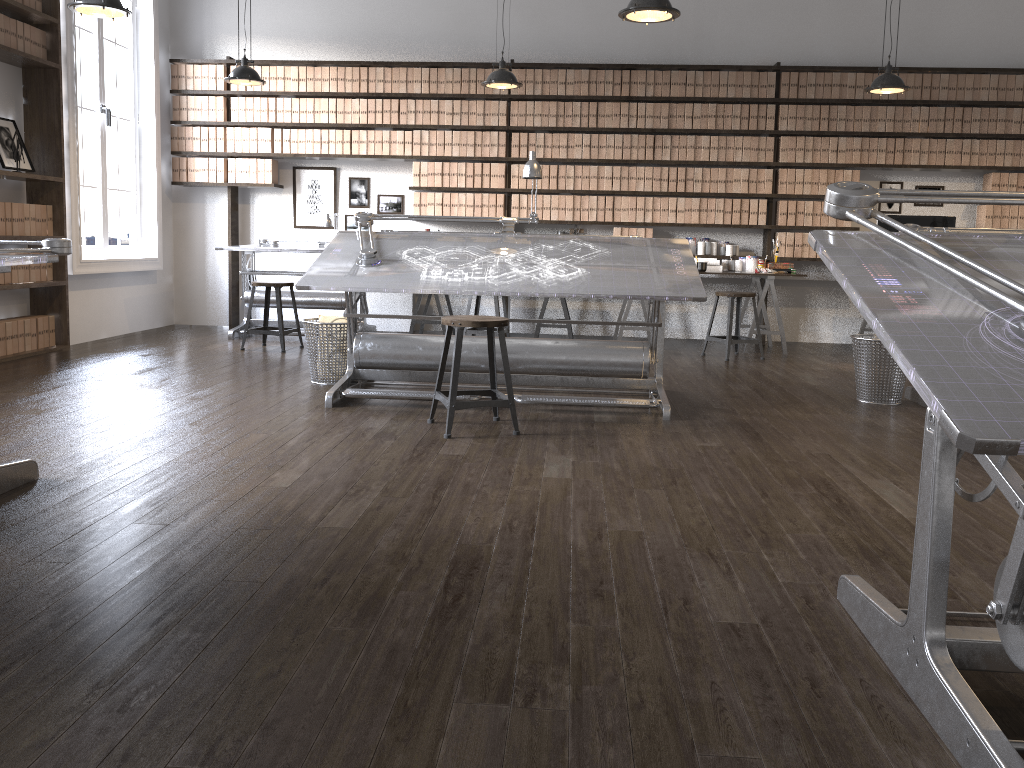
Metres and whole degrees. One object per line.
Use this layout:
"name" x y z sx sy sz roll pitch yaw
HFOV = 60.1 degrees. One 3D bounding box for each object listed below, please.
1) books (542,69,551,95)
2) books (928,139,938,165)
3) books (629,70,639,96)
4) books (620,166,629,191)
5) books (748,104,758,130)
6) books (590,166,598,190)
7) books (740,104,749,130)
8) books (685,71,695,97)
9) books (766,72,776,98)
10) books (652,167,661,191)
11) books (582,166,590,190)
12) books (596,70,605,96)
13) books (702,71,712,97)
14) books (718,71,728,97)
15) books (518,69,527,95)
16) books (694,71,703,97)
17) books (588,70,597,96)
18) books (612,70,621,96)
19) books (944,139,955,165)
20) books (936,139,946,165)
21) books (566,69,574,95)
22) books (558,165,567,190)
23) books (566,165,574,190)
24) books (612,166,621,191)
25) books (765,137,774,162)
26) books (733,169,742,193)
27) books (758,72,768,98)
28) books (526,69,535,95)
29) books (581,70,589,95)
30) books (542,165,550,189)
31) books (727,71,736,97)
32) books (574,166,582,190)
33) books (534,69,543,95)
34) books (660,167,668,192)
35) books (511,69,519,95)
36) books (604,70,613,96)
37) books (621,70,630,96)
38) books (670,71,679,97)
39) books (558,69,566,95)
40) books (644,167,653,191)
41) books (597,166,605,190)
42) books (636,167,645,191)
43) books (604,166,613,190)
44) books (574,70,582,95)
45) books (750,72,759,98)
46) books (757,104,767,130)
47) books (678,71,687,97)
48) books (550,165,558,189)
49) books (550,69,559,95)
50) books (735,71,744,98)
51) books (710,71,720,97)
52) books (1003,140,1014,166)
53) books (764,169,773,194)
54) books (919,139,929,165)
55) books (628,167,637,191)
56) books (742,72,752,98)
"books" 0.308 -2.672 7.892 0.067 0.224 0.175 2 7 4
"books" 3.636 -2.014 7.727 0.067 0.224 0.175 2 7 4
"books" 1.077 -2.645 7.840 0.067 0.224 0.175 2 7 4
"books" 1.004 -1.827 7.932 0.067 0.224 0.175 2 7 4
"books" 2.109 -2.334 7.795 0.067 0.224 0.175 2 7 4
"books" 0.732 -1.836 7.945 0.067 0.224 0.175 2 7 4
"books" 2.035 -2.337 7.805 0.067 0.224 0.175 2 7 4
"books" 1.563 -2.627 7.801 0.067 0.224 0.175 2 7 4
"books" 2.255 -2.603 7.757 0.067 0.224 0.175 2 7 4
"books" 1.287 -1.816 7.907 0.067 0.224 0.175 2 7 4
"books" 0.665 -1.839 7.955 0.067 0.224 0.175 2 7 4
"books" 0.787 -2.655 7.859 0.067 0.224 0.175 2 7 4
"books" 1.706 -2.623 7.799 0.067 0.224 0.175 2 7 4
"books" 1.845 -2.617 7.784 0.067 0.224 0.175 2 7 4
"books" 0.093 -2.679 7.900 0.067 0.224 0.175 2 7 4
"books" 1.636 -2.625 7.799 0.067 0.224 0.175 2 7 4
"books" 0.716 -2.658 7.864 0.067 0.224 0.175 2 7 4
"books" 0.928 -2.650 7.850 0.067 0.224 0.175 2 7 4
"books" 3.780 -2.009 7.714 0.067 0.224 0.175 2 7 4
"books" 3.706 -2.012 7.720 0.067 0.224 0.175 2 7 4
"books" 0.519 -2.664 7.874 0.067 0.224 0.175 2 7 4
"books" 0.453 -1.847 7.970 0.067 0.224 0.175 2 7 4
"books" 0.524 -1.843 7.961 0.067 0.224 0.175 2 7 4
"books" 0.934 -1.829 7.932 0.067 0.224 0.175 2 7 4
"books" 2.259 -2.057 7.818 0.067 0.224 0.175 2 7 4
"books" 1.984 -1.792 7.864 0.067 0.224 0.175 2 7 4
"books" 2.185 -2.606 7.765 0.067 0.224 0.175 2 7 4
"books" 0.165 -2.676 7.895 0.067 0.224 0.175 2 7 4
"books" 0.648 -2.659 7.863 0.067 0.224 0.175 2 7 4
"books" 0.304 -1.852 7.980 0.067 0.224 0.175 2 7 4
"books" 1.917 -2.615 7.781 0.067 0.224 0.175 2 7 4
"books" 0.594 -1.842 7.960 0.067 0.224 0.175 2 7 4
"books" 0.238 -2.674 7.893 0.067 0.224 0.175 2 7 4
"books" 1.351 -1.815 7.907 0.067 0.224 0.175 2 7 4
"books" 0.030 -2.682 7.908 0.067 0.224 0.175 2 7 4
"books" 0.857 -2.652 7.850 0.067 0.224 0.175 2 7 4
"books" 1.003 -2.647 7.840 0.067 0.224 0.175 2 7 4
"books" 1.428 -2.632 7.814 0.067 0.224 0.175 2 7 4
"books" 0.447 -2.667 7.877 0.067 0.224 0.175 2 7 4
"books" 1.215 -1.819 7.912 0.067 0.224 0.175 2 7 4
"books" 0.799 -1.834 7.945 0.067 0.224 0.175 2 7 4
"books" 1.143 -1.822 7.920 0.067 0.224 0.175 2 7 4
"books" 0.862 -1.832 7.939 0.067 0.224 0.175 2 7 4
"books" 0.582 -2.662 7.872 0.067 0.224 0.175 2 7 4
"books" 2.114 -2.608 7.770 0.067 0.224 0.175 2 7 4
"books" 2.184 -2.332 7.795 0.067 0.224 0.175 2 7 4
"books" 1.491 -2.629 7.806 0.067 0.224 0.175 2 7 4
"books" 0.378 -1.849 7.969 0.067 0.224 0.175 2 7 4
"books" 0.377 -2.670 7.886 0.067 0.224 0.175 2 7 4
"books" 1.980 -2.613 7.778 0.067 0.224 0.175 2 7 4
"books" 1.775 -2.620 7.792 0.067 0.224 0.175 2 7 4
"books" 4.269 -1.991 7.680 0.067 0.224 0.175 2 7 4
"books" 2.254 -1.782 7.843 0.067 0.224 0.175 2 7 4
"books" 3.567 -2.016 7.728 0.067 0.224 0.175 2 7 4
"books" 1.074 -1.825 7.929 0.067 0.224 0.175 2 7 4
"books" 2.046 -2.610 7.769 0.067 0.224 0.175 2 7 4
